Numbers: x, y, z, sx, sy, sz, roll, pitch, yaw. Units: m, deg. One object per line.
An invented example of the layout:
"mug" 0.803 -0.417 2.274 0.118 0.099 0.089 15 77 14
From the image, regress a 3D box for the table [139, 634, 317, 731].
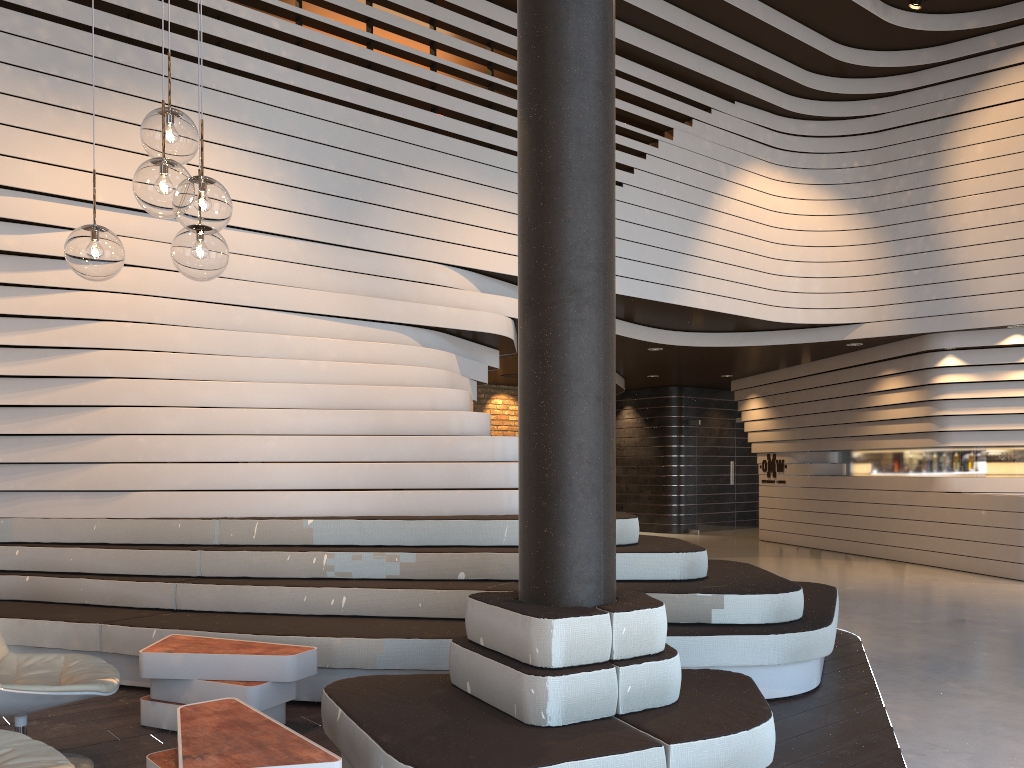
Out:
"table" -1.411 1.443 4.199 0.910 0.370 0.413 -2 -3 23

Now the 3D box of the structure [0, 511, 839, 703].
"structure" -5.695 0.946 1.747 18.125 0.926 5.819 5 -7 -43

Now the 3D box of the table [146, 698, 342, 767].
"table" -0.929 1.310 2.822 0.411 0.370 0.913 2 -5 -37

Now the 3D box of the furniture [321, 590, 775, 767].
"furniture" 0.156 1.165 3.156 1.769 0.722 1.280 0 -4 -4

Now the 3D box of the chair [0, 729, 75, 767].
"chair" -1.598 1.075 2.406 0.707 0.766 0.661 2 -3 -39

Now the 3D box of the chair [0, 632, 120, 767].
"chair" -1.955 1.183 3.529 0.707 0.766 0.660 1 -2 -24

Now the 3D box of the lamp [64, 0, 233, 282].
"lamp" 2.180 -2.212 7.148 41.712 4.613 9.106 4 -6 -40

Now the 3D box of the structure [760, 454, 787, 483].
"structure" 4.185 1.355 14.151 0.017 0.469 0.806 0 -4 -14

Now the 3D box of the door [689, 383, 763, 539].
"door" 3.787 1.339 15.517 0.079 2.701 1.783 -1 -1 -35
